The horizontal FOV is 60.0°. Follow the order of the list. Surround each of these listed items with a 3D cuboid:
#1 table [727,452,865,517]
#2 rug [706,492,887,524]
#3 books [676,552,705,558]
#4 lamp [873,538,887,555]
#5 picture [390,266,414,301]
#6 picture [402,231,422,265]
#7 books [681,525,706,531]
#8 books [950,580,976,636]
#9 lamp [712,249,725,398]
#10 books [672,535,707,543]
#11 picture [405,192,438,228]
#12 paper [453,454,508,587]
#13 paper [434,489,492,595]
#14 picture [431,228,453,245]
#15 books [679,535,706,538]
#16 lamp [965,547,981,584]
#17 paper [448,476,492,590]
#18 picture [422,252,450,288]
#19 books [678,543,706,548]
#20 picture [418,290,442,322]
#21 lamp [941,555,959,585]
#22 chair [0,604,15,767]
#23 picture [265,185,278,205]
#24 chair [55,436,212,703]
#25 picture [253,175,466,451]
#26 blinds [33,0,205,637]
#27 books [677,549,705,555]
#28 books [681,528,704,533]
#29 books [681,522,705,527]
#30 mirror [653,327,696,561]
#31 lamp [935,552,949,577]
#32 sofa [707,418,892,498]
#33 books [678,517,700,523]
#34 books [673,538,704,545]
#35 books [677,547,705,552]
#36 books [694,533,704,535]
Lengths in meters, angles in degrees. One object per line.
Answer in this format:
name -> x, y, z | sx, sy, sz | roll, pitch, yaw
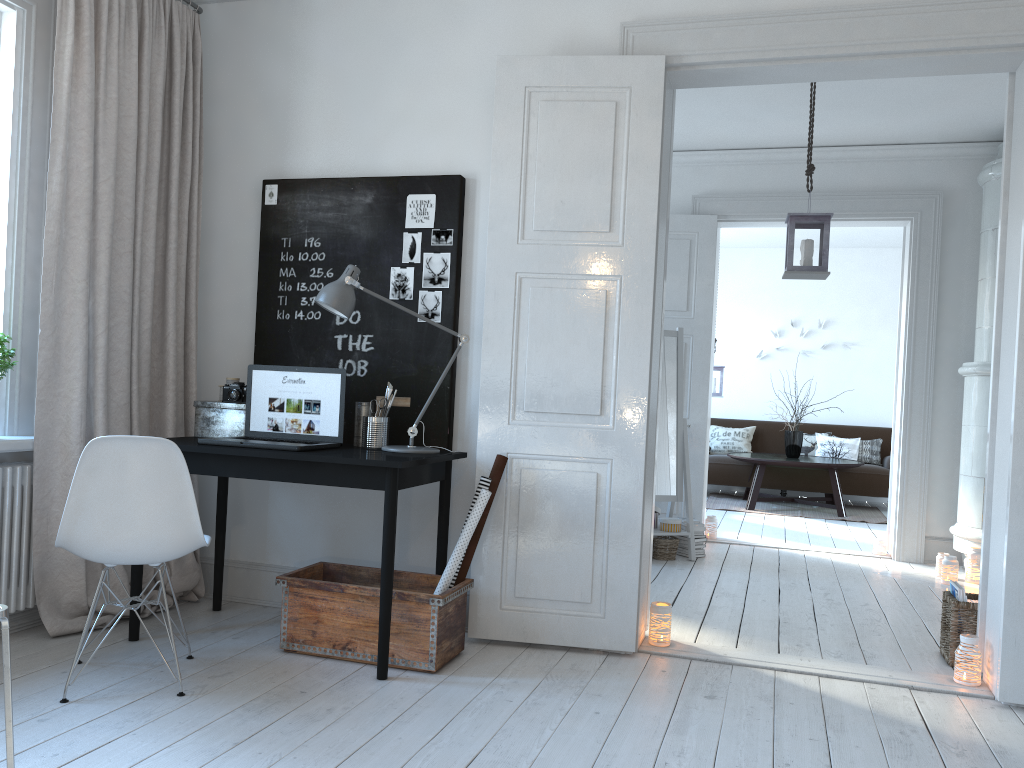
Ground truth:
table -> 2.792, 0.984, 8.811 | 1.299, 0.503, 1.300 | 3, 0, 7
rug -> 2.790, 1.209, 8.837 | 1.709, 0.055, 1.456 | 3, -1, 17
books -> 1.160, 1.115, 5.826 | 0.128, 0.016, 0.178 | 3, -1, -35
lamp -> 2.568, 1.134, 6.186 | 0.093, 0.110, 0.093 | 3, 0, 34
picture -> -0.469, -0.427, 3.771 | 0.107, 0.150, 0.001 | 3, 0, 17
picture -> -0.424, -0.578, 3.760 | 0.083, 0.146, 0.002 | 3, 0, 17
books -> 1.169, 0.934, 5.814 | 0.128, 0.026, 0.200 | 3, -1, -12
books -> 1.909, 0.977, 3.629 | 0.201, 0.300, 0.179 | 3, 0, 17
lamp -> 2.090, -0.747, 9.066 | 0.228, 1.762, 0.228 | 3, 0, 14
books -> 1.163, 1.009, 5.817 | 0.128, 0.022, 0.193 | 3, -1, -41
picture -> -0.385, -0.736, 3.748 | 0.147, 0.154, 0.004 | 3, 0, 17
paper -> -0.166, 0.643, 3.427 | 0.297, 0.747, 0.048 | 3, 1, -28
paper -> -0.232, 0.699, 3.312 | 0.283, 0.626, 0.041 | 3, 0, -5
picture -> -0.293, -0.618, 3.720 | 0.095, 0.071, 0.001 | 3, 0, 17
books -> 1.166, 0.989, 5.825 | 0.128, 0.016, 0.178 | 3, -1, -30
lamp -> 2.796, 1.096, 5.358 | 0.098, 0.210, 0.098 | 3, 0, 21
paper -> -0.214, 0.683, 3.368 | 0.266, 0.669, 0.043 | 3, 1, -28
picture -> -0.318, -0.481, 3.726 | 0.121, 0.153, 0.002 | 3, 0, 17
books -> 1.158, 1.053, 5.822 | 0.132, 0.017, 0.186 | 3, -1, -36
picture -> -0.346, -0.329, 3.733 | 0.103, 0.136, 0.001 | 3, 0, 17
lamp -> 2.606, 1.108, 5.277 | 0.089, 0.166, 0.089 | 3, 0, 18
chair -> -1.452, 0.558, 1.884 | 0.562, 0.797, 0.525 | 3, 0, 17
picture -> -1.075, -0.845, 3.958 | 0.061, 0.088, 0.004 | 3, 0, 14
chair -> -1.241, 0.565, 2.918 | 0.474, 0.824, 0.554 | 3, 0, -18
picture -> -0.688, -0.312, 3.868 | 0.952, 1.172, 0.064 | 3, 0, 17
blinds -> -1.523, -0.356, 3.611 | 0.225, 2.647, 0.831 | 3, 0, 17
books -> 1.156, 1.098, 5.826 | 0.128, 0.016, 0.176 | 3, -1, -32
books -> 1.162, 0.955, 5.822 | 0.128, 0.016, 0.180 | 3, -1, -12
books -> 1.165, 0.913, 5.819 | 0.132, 0.017, 0.187 | 3, -1, -10
mirror -> 0.877, 0.361, 5.721 | 0.611, 1.489, 0.417 | 3, 0, -19
lamp -> 2.673, 1.123, 5.498 | 0.084, 0.146, 0.084 | 3, 0, 21
sofa -> 3.035, 0.831, 9.563 | 2.164, 0.825, 0.969 | 3, 0, 17
books -> 1.161, 0.897, 5.833 | 0.111, 0.014, 0.156 | 3, -1, -4
books -> 1.152, 1.032, 5.828 | 0.128, 0.022, 0.167 | 3, -1, -39
books -> 1.156, 1.081, 5.823 | 0.128, 0.016, 0.180 | 3, -1, -28
books -> 1.162, 0.972, 5.825 | 0.128, 0.016, 0.176 | 3, -1, -17
